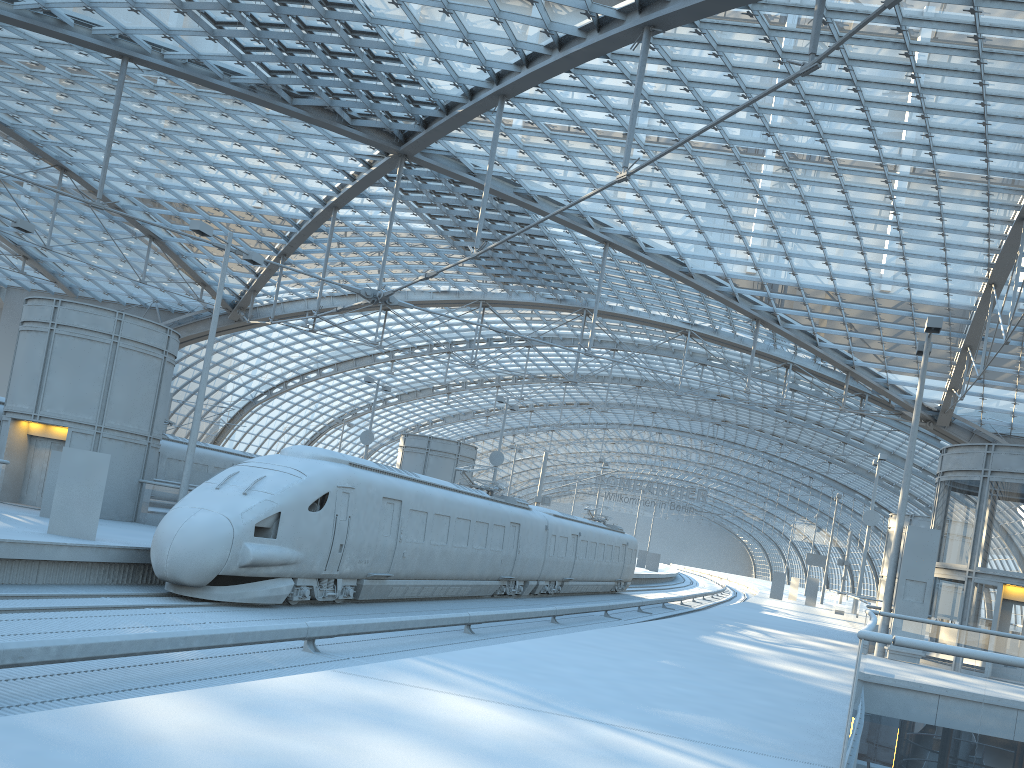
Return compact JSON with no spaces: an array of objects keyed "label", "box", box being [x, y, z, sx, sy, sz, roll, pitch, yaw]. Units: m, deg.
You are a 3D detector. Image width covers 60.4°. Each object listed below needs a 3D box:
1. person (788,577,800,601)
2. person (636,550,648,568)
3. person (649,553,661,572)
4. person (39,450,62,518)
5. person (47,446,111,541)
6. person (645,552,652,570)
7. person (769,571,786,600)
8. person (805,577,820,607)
[{"label":"person","box":[19.737,14.370,61.497,0.001,1.605,0.804,11,-3,-25]},{"label":"person","box":[12.936,17.536,88.079,0.896,1.792,0.001,9,-2,14]},{"label":"person","box":[12.998,16.252,79.845,0.822,1.725,0.001,9,-2,19]},{"label":"person","box":[-10.498,2.393,20.464,0.711,1.606,0.001,10,-2,-2]},{"label":"person","box":[-8.150,2.097,16.584,0.877,1.699,0.001,10,-2,-7]},{"label":"person","box":[13.234,16.890,83.514,0.870,1.699,0.001,8,-2,19]},{"label":"person","box":[17.208,13.059,56.746,0.893,1.792,0.001,6,-4,45]},{"label":"person","box":[18.605,12.934,54.603,0.069,1.801,0.776,11,-3,-38]}]
